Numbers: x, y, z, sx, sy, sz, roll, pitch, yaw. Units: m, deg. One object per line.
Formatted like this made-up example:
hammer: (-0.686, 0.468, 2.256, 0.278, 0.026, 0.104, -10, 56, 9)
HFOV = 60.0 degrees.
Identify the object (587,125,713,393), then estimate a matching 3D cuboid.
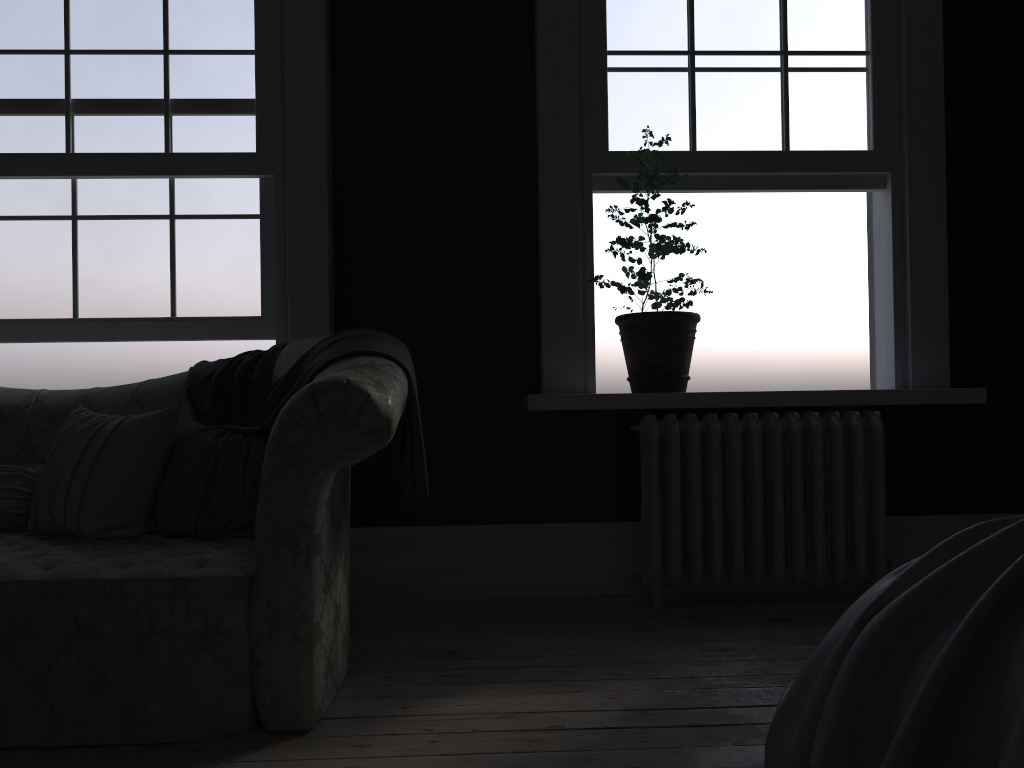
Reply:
object: (0.622, -0.527, 3.879, 0.474, 1.133, 0.505, -1, -1, 37)

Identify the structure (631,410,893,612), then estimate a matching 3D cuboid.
structure: (1.078, 0.543, 3.823, 1.141, 0.848, 0.276, -1, -1, -2)

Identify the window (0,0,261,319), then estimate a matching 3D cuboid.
window: (-1.736, -1.102, 3.932, 1.263, 1.671, 0.056, -1, -1, -2)

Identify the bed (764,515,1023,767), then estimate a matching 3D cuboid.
bed: (1.897, 0.196, 1.007, 3.283, 1.298, 2.766, -1, -2, -14)

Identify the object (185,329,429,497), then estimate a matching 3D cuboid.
object: (-0.772, 0.110, 3.191, 0.517, 0.585, 1.367, 0, -2, -43)

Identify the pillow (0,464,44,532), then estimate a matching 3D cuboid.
pillow: (-2.204, 0.325, 2.956, 1.105, 0.416, 0.529, -1, -1, -3)

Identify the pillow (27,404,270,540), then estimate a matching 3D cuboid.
pillow: (-1.206, 0.290, 3.021, 0.964, 0.461, 0.405, -1, -1, 5)

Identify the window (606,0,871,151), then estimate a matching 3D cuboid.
window: (1.029, -1.470, 4.054, 1.263, 1.017, 0.056, -1, -1, -2)

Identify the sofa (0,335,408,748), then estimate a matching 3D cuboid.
sofa: (-1.724, 0.408, 3.046, 2.813, 1.160, 1.606, -1, -1, -2)
